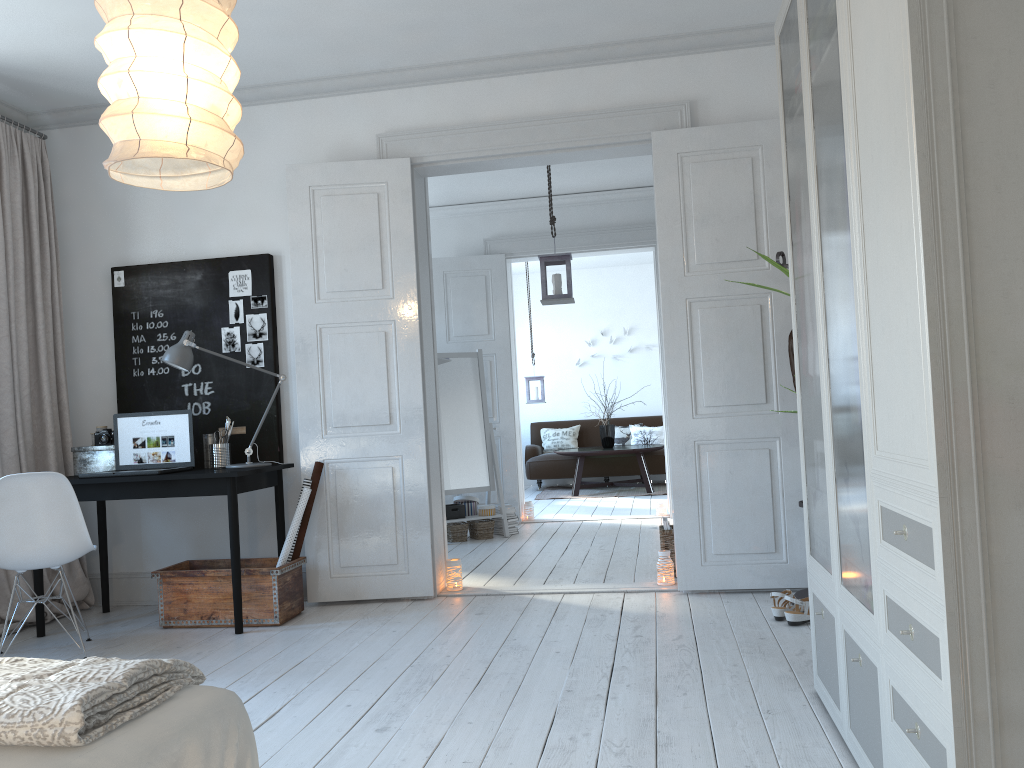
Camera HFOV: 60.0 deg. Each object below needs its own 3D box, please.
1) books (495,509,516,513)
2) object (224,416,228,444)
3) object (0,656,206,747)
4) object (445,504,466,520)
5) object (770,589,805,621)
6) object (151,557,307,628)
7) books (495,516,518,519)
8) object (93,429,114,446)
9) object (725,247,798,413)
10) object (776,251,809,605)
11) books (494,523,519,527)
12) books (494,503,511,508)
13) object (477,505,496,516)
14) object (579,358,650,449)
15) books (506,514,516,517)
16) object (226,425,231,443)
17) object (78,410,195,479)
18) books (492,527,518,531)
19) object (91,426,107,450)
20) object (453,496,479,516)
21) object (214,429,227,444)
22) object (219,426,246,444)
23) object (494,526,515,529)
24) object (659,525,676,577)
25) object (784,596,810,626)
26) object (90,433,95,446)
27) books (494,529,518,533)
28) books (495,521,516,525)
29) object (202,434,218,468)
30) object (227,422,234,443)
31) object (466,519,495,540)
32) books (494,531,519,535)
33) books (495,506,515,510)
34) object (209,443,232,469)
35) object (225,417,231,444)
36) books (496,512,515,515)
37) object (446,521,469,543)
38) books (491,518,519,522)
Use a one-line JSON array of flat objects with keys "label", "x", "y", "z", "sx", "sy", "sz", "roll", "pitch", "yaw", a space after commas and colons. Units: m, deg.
[{"label": "books", "x": -0.060, "y": 1.011, "z": 7.102, "sx": 0.128, "sy": 0.026, "sz": 0.200, "roll": -3, "pitch": -2, "yaw": -19}, {"label": "object", "x": -1.516, "y": 0.304, "z": 4.680, "sx": 0.008, "sy": 0.267, "sz": 0.060, "roll": -4, "pitch": -1, "yaw": 26}, {"label": "object", "x": -1.263, "y": 0.513, "z": 1.467, "sx": 1.460, "sy": 0.104, "sz": 0.405, "roll": -3, "pitch": -2, "yaw": 9}, {"label": "object", "x": -0.468, "y": 0.988, "z": 6.860, "sx": 0.165, "sy": 0.103, "sz": 0.155, "roll": -2, "pitch": -2, "yaw": -26}, {"label": "object", "x": 1.217, "y": 0.960, "z": 3.924, "sx": 0.099, "sy": 0.125, "sz": 0.272, "roll": -4, "pitch": -2, "yaw": 41}, {"label": "object", "x": -1.404, "y": 1.045, "z": 4.451, "sx": 0.665, "sy": 0.282, "sz": 0.339, "roll": -3, "pitch": -2, "yaw": 9}, {"label": "books", "x": -0.059, "y": 1.066, "z": 7.112, "sx": 0.128, "sy": 0.016, "sz": 0.179, "roll": -2, "pitch": -2, "yaw": -38}, {"label": "object", "x": -2.140, "y": 0.279, "z": 4.657, "sx": 0.137, "sy": 0.087, "sz": 0.073, "roll": -3, "pitch": -1, "yaw": 9}, {"label": "object", "x": 1.295, "y": 0.214, "z": 3.177, "sx": 1.044, "sy": 1.553, "sz": 0.288, "roll": -4, "pitch": -1, "yaw": 39}, {"label": "object", "x": 1.442, "y": 0.186, "z": 4.121, "sx": 0.375, "sy": 1.658, "sz": 0.374, "roll": -3, "pitch": -1, "yaw": 17}, {"label": "books", "x": -0.060, "y": 1.130, "z": 7.106, "sx": 0.132, "sy": 0.017, "sz": 0.187, "roll": -1, "pitch": -3, "yaw": -44}, {"label": "books", "x": -0.074, "y": 0.975, "z": 7.121, "sx": 0.111, "sy": 0.014, "sz": 0.156, "roll": -3, "pitch": -2, "yaw": -11}, {"label": "object", "x": -0.198, "y": 0.990, "z": 6.953, "sx": 0.142, "sy": 0.074, "sz": 0.142, "roll": -3, "pitch": -2, "yaw": -7}, {"label": "object", "x": 1.198, "y": 0.206, "z": 10.222, "sx": 0.845, "sy": 1.065, "sz": 0.526, "roll": -3, "pitch": -1, "yaw": -20}, {"label": "books", "x": -0.065, "y": 1.049, "z": 7.111, "sx": 0.128, "sy": 0.016, "sz": 0.177, "roll": -2, "pitch": -2, "yaw": -24}, {"label": "object", "x": -1.508, "y": 0.328, "z": 4.669, "sx": 0.009, "sy": 0.221, "sz": 0.082, "roll": -4, "pitch": -1, "yaw": 38}, {"label": "object", "x": -1.883, "y": 0.297, "z": 4.446, "sx": 0.446, "sy": 0.315, "sz": 0.325, "roll": -3, "pitch": -1, "yaw": 9}, {"label": "books", "x": -0.059, "y": 1.158, "z": 7.107, "sx": 0.128, "sy": 0.016, "sz": 0.181, "roll": -2, "pitch": -2, "yaw": -36}, {"label": "object", "x": -2.223, "y": 0.292, "z": 4.738, "sx": 0.056, "sy": 0.130, "sz": 0.167, "roll": -3, "pitch": -2, "yaw": 8}, {"label": "object", "x": -0.369, "y": 0.963, "z": 7.078, "sx": 0.207, "sy": 0.158, "sz": 0.241, "roll": -4, "pitch": -2, "yaw": 17}, {"label": "object", "x": -1.546, "y": 0.339, "z": 4.680, "sx": 0.081, "sy": 0.198, "sz": 0.050, "roll": -4, "pitch": -1, "yaw": 34}, {"label": "object", "x": -1.483, "y": 0.334, "z": 4.714, "sx": 0.138, "sy": 0.208, "sz": 0.034, "roll": -3, "pitch": -1, "yaw": -11}, {"label": "object", "x": -0.066, "y": 1.144, "z": 7.120, "sx": 0.111, "sy": 0.014, "sz": 0.156, "roll": -2, "pitch": -2, "yaw": -38}, {"label": "object", "x": 0.979, "y": 0.942, "z": 5.032, "sx": 0.270, "sy": 0.265, "sz": 0.224, "roll": -3, "pitch": -1, "yaw": 9}, {"label": "object", "x": 1.284, "y": 0.951, "z": 3.771, "sx": 0.272, "sy": 0.126, "sz": 0.099, "roll": -3, "pitch": -1, "yaw": -18}, {"label": "object", "x": -2.266, "y": 0.301, "z": 4.812, "sx": 0.040, "sy": 0.069, "sz": 0.040, "roll": -3, "pitch": -1, "yaw": -3}, {"label": "books", "x": -0.058, "y": 1.175, "z": 7.109, "sx": 0.128, "sy": 0.016, "sz": 0.177, "roll": -2, "pitch": -3, "yaw": -40}, {"label": "books", "x": -0.069, "y": 1.110, "z": 7.112, "sx": 0.167, "sy": 0.022, "sz": 0.128, "roll": -5, "pitch": -3, "yaw": 43}, {"label": "object", "x": -1.613, "y": 0.361, "z": 4.753, "sx": 0.079, "sy": 0.188, "sz": 0.079, "roll": -3, "pitch": -1, "yaw": -12}, {"label": "object", "x": -1.498, "y": 0.318, "z": 4.662, "sx": 0.084, "sy": 0.240, "sz": 0.009, "roll": -3, "pitch": -1, "yaw": -14}, {"label": "object", "x": -0.244, "y": 1.142, "z": 6.976, "sx": 0.185, "sy": 0.140, "sz": 0.295, "roll": -3, "pitch": -2, "yaw": -19}, {"label": "books", "x": -0.052, "y": 1.192, "z": 7.110, "sx": 0.128, "sy": 0.016, "sz": 0.179, "roll": -1, "pitch": -3, "yaw": -43}, {"label": "books", "x": -0.067, "y": 0.990, "z": 7.107, "sx": 0.132, "sy": 0.017, "sz": 0.187, "roll": -3, "pitch": -2, "yaw": -18}, {"label": "object", "x": -1.535, "y": 0.379, "z": 4.667, "sx": 0.108, "sy": 0.128, "sz": 0.108, "roll": -4, "pitch": -1, "yaw": 24}, {"label": "object", "x": -1.511, "y": 0.307, "z": 4.679, "sx": 0.062, "sy": 0.264, "sz": 0.012, "roll": -2, "pitch": -1, "yaw": -39}, {"label": "books", "x": -0.066, "y": 1.033, "z": 7.109, "sx": 0.128, "sy": 0.016, "sz": 0.181, "roll": -2, "pitch": -2, "yaw": -20}, {"label": "object", "x": -0.444, "y": 1.150, "z": 6.900, "sx": 0.185, "sy": 0.140, "sz": 0.295, "roll": -3, "pitch": -2, "yaw": -19}, {"label": "books", "x": -0.059, "y": 1.086, "z": 7.103, "sx": 0.193, "sy": 0.022, "sz": 0.128, "roll": -5, "pitch": -3, "yaw": 42}]
